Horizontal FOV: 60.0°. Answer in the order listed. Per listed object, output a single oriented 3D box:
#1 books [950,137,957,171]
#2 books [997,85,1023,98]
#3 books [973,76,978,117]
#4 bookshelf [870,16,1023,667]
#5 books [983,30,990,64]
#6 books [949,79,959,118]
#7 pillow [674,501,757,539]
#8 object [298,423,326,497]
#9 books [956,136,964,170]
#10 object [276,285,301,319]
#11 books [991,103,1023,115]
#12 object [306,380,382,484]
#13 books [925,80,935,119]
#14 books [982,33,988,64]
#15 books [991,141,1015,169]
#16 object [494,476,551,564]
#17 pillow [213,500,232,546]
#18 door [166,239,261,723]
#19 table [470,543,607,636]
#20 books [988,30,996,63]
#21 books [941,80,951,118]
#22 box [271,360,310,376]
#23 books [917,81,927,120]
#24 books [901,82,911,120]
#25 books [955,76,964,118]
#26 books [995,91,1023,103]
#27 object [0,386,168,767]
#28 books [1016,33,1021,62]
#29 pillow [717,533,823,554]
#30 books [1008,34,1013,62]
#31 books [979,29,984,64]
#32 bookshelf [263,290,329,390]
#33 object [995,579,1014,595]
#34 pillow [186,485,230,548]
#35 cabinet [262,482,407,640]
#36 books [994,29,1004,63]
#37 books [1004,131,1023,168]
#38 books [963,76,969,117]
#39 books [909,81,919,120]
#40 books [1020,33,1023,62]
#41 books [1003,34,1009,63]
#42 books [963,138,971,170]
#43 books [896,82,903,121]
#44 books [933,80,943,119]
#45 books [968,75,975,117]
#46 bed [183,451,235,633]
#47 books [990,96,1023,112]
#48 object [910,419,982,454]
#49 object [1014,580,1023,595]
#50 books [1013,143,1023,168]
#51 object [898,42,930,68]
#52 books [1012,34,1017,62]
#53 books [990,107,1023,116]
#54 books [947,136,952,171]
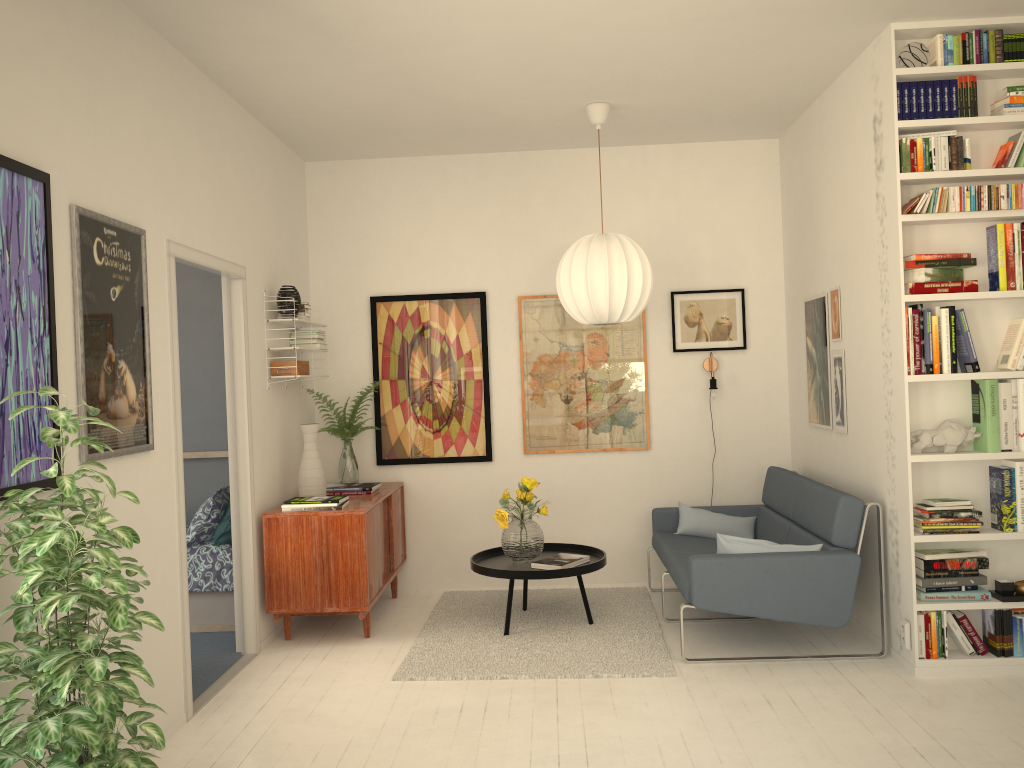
[{"bbox_3d":[1.967,-1.021,4.042,0.024,0.155,0.206,-2,0,2],"label":"books"},{"bbox_3d":[2.295,-1.309,4.018,0.169,0.032,0.188,-2,0,7],"label":"books"},{"bbox_3d":[2.064,-1.276,4.046,0.020,0.191,0.205,-2,0,2],"label":"books"},{"bbox_3d":[2.095,-0.166,4.040,0.710,2.900,0.249,-2,0,2],"label":"bookshelf"},{"bbox_3d":[2.114,-1.492,4.032,0.009,0.151,0.208,-2,0,2],"label":"books"},{"bbox_3d":[1.973,-1.267,4.039,0.034,0.179,0.188,-2,0,2],"label":"books"},{"bbox_3d":[1.277,0.871,5.552,0.540,0.277,0.157,-2,0,4],"label":"pillow"},{"bbox_3d":[-1.157,0.453,5.115,0.160,0.445,0.158,-2,0,42],"label":"object"},{"bbox_3d":[1.990,-1.021,4.008,0.023,0.153,0.176,-2,0,2],"label":"books"},{"bbox_3d":[-1.278,-0.468,5.079,0.139,0.200,0.139,-2,0,-43],"label":"object"},{"bbox_3d":[2.285,-1.236,4.025,0.200,0.018,0.208,-2,0,2],"label":"books"},{"bbox_3d":[-1.048,0.323,5.750,0.476,0.686,0.398,-2,0,4],"label":"object"},{"bbox_3d":[1.868,-1.263,4.043,0.034,0.179,0.188,-2,0,2],"label":"books"},{"bbox_3d":[2.100,-1.485,4.026,0.019,0.137,0.201,-2,0,2],"label":"books"},{"bbox_3d":[2.212,-1.020,4.052,0.073,0.129,0.200,-2,0,2],"label":"books"},{"bbox_3d":[0.048,0.766,5.006,0.291,0.471,0.361,-2,0,41],"label":"object"},{"bbox_3d":[-1.644,0.796,5.535,0.237,0.385,0.767,-2,0,0],"label":"pillow"},{"bbox_3d":[-1.824,0.420,4.219,0.882,2.033,0.955,-2,0,2],"label":"door"},{"bbox_3d":[0.154,1.156,4.973,0.761,0.386,0.761,-2,0,18],"label":"table"},{"bbox_3d":[2.134,-1.494,4.042,0.032,0.154,0.212,-2,0,2],"label":"books"},{"bbox_3d":[1.938,-1.266,4.040,0.034,0.179,0.188,-2,0,2],"label":"books"},{"bbox_3d":[-1.285,-0.090,5.148,0.152,0.084,0.266,-2,0,3],"label":"box"},{"bbox_3d":[1.833,-1.262,4.045,0.034,0.179,0.188,-2,0,2],"label":"books"},{"bbox_3d":[1.763,-1.259,4.048,0.034,0.179,0.188,-2,0,2],"label":"books"},{"bbox_3d":[2.003,-1.274,4.049,0.020,0.191,0.205,-2,0,2],"label":"books"},{"bbox_3d":[2.286,-1.284,4.002,0.179,0.016,0.208,-2,0,7],"label":"books"},{"bbox_3d":[-1.156,0.716,2.283,0.514,1.424,0.568,-2,0,-45],"label":"object"},{"bbox_3d":[2.243,-1.486,3.994,0.017,0.130,0.150,-2,0,2],"label":"books"},{"bbox_3d":[1.219,0.874,4.277,0.533,0.353,0.141,-2,0,2],"label":"pillow"},{"bbox_3d":[2.208,-1.485,3.995,0.017,0.130,0.150,-2,0,2],"label":"books"},{"bbox_3d":[2.085,-1.494,4.036,0.012,0.158,0.220,-2,0,2],"label":"books"},{"bbox_3d":[-1.280,-0.256,5.326,0.184,0.565,0.695,-2,0,2],"label":"bookshelf"},{"bbox_3d":[2.217,0.914,3.993,0.058,0.055,0.058,-2,0,2],"label":"object"},{"bbox_3d":[-1.810,0.792,5.331,0.237,0.338,0.437,-2,0,0],"label":"pillow"},{"bbox_3d":[-1.008,1.032,5.306,0.546,0.727,1.262,-2,0,2],"label":"cabinet"},{"bbox_3d":[2.166,-1.495,4.025,0.032,0.152,0.200,-2,0,2],"label":"books"},{"bbox_3d":[2.245,-1.039,4.039,0.092,0.165,0.222,-2,0,2],"label":"books"},{"bbox_3d":[2.023,-1.275,4.045,0.020,0.191,0.205,-2,0,2],"label":"books"},{"bbox_3d":[1.798,-1.261,4.046,0.034,0.179,0.188,-2,0,2],"label":"books"},{"bbox_3d":[2.261,-1.487,3.993,0.017,0.130,0.150,-2,0,2],"label":"books"},{"bbox_3d":[2.191,-1.484,3.996,0.017,0.130,0.150,-2,0,2],"label":"books"},{"bbox_3d":[2.029,-1.017,4.026,0.020,0.145,0.189,-2,0,2],"label":"books"},{"bbox_3d":[1.728,-1.258,4.049,0.034,0.179,0.188,-2,0,2],"label":"books"},{"bbox_3d":[1.903,-1.265,4.042,0.034,0.179,0.188,-2,0,2],"label":"books"},{"bbox_3d":[2.043,-1.276,4.035,0.020,0.191,0.205,-2,0,2],"label":"books"},{"bbox_3d":[-2.311,0.955,5.526,1.656,0.974,0.933,-2,0,2],"label":"bed"},{"bbox_3d":[2.271,-1.260,4.024,0.173,0.030,0.199,-2,0,-8],"label":"books"},{"bbox_3d":[1.950,0.235,4.003,0.311,0.150,0.137,-2,0,10],"label":"object"},{"bbox_3d":[2.892,0.405,3.115,0.778,1.711,2.088,-2,0,-17],"label":"object"},{"bbox_3d":[2.277,-1.042,4.024,0.065,0.168,0.228,-2,0,2],"label":"books"},{"bbox_3d":[1.806,-1.468,3.986,0.131,0.131,0.131,-2,0,-2],"label":"object"},{"bbox_3d":[2.226,-1.485,3.994,0.017,0.130,0.150,-2,0,2],"label":"books"},{"bbox_3d":[2.284,-1.208,4.027,0.214,0.038,0.222,-2,0,2],"label":"books"},{"bbox_3d":[1.948,-1.022,4.024,0.013,0.159,0.176,-2,0,2],"label":"books"}]
